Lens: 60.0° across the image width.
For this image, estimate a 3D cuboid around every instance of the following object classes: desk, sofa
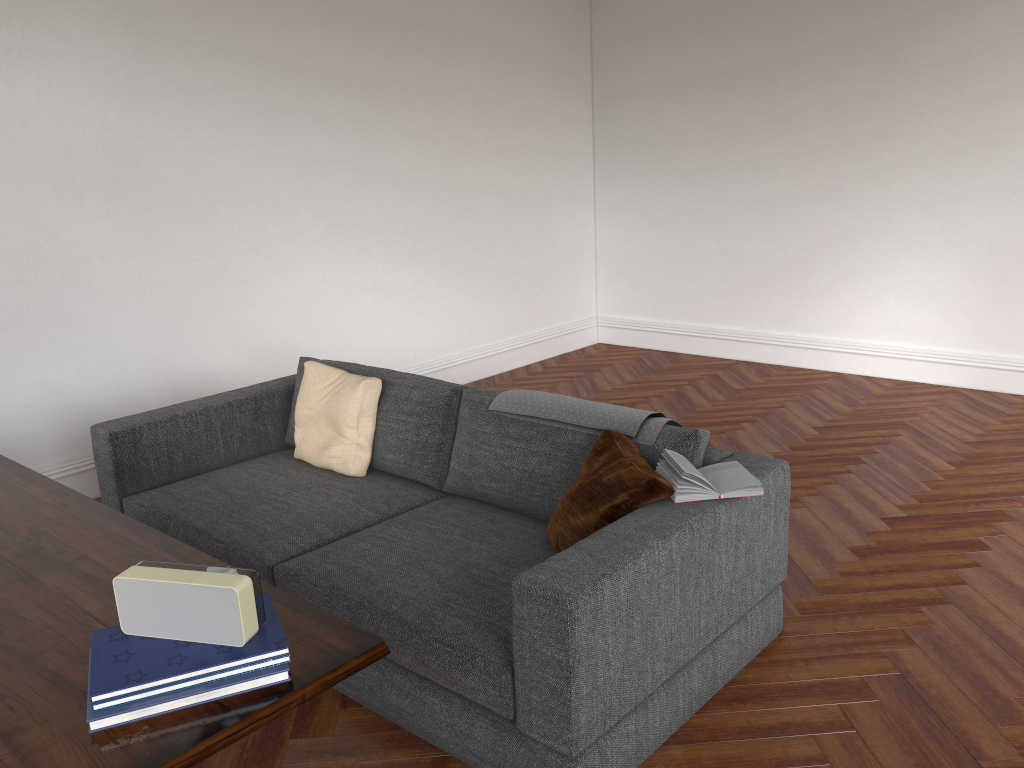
[{"bbox_3d":[-1.402,0.842,2.251,2.222,0.755,1.026,10,19,40],"label":"desk"},{"bbox_3d":[-0.435,0.483,3.495,2.639,0.833,1.257,10,19,40],"label":"sofa"}]

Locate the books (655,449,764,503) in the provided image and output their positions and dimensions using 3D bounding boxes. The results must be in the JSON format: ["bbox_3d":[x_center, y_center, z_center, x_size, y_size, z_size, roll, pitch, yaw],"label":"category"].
[{"bbox_3d":[0.612,0.275,2.774,0.278,0.096,0.223,-4,15,-6],"label":"books"}]

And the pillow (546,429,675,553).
[{"bbox_3d":[0.304,0.401,2.886,0.330,0.399,0.467,-6,15,-10],"label":"pillow"}]

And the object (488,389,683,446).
[{"bbox_3d":[0.325,0.226,3.392,0.750,0.390,0.398,10,20,40],"label":"object"}]

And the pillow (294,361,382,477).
[{"bbox_3d":[-0.797,0.151,3.946,0.485,0.463,0.224,10,20,40],"label":"pillow"}]

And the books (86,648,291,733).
[{"bbox_3d":[-0.627,0.541,1.712,0.347,0.027,0.263,-9,16,-22],"label":"books"}]

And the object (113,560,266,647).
[{"bbox_3d":[-0.627,0.424,1.729,0.275,0.126,0.081,1,16,15],"label":"object"}]

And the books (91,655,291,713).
[{"bbox_3d":[-0.625,0.516,1.721,0.344,0.017,0.249,-9,16,-22],"label":"books"}]

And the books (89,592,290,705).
[{"bbox_3d":[-0.626,0.500,1.716,0.344,0.017,0.249,-9,16,-22],"label":"books"}]
